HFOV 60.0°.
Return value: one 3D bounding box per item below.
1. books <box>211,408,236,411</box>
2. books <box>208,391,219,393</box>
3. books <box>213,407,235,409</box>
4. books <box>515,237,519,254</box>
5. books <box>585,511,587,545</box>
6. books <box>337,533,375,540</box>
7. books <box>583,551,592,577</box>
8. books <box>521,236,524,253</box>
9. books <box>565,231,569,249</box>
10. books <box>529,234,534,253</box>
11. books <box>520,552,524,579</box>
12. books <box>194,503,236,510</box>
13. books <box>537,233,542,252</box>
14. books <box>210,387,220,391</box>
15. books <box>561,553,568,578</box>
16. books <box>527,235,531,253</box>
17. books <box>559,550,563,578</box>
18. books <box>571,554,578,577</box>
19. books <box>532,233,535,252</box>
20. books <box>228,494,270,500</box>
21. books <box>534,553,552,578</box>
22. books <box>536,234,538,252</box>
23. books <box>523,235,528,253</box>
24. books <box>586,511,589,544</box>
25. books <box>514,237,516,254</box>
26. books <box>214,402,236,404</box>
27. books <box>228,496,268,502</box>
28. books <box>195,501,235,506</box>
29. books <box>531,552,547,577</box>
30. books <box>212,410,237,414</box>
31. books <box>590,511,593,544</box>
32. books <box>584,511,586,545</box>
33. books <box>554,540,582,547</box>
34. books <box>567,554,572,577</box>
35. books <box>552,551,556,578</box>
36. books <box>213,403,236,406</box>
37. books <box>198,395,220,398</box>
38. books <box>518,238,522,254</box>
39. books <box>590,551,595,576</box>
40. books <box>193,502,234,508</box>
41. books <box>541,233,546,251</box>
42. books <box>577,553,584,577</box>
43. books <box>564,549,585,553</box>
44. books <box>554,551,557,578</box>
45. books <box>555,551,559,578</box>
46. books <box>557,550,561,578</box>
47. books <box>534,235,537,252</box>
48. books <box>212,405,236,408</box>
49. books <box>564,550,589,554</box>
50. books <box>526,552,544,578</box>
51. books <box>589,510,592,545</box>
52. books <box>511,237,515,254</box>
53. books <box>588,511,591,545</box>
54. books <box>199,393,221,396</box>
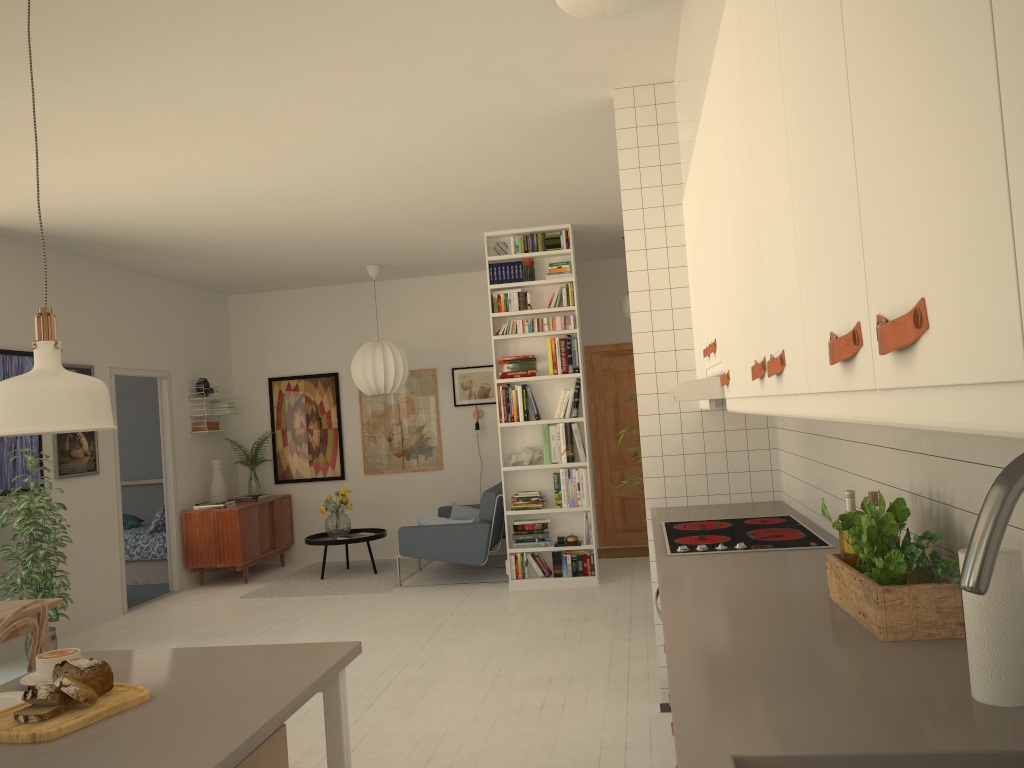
[{"bbox_3d":[-2.956,0.262,9.094,0.168,0.021,0.197,-5,-2,10],"label":"books"},{"bbox_3d":[-3.009,0.083,8.801,0.155,0.024,0.136,-4,-2,1],"label":"books"},{"bbox_3d":[-2.954,0.246,9.111,0.147,0.012,0.195,-4,-2,6],"label":"books"},{"bbox_3d":[0.054,-1.124,7.301,0.023,0.137,0.161,-4,-2,8],"label":"books"},{"bbox_3d":[0.605,1.159,7.187,0.030,0.256,0.198,-4,-2,8],"label":"books"},{"bbox_3d":[-1.447,1.420,8.241,0.200,0.031,0.289,-6,-2,42],"label":"books"},{"bbox_3d":[0.613,1.445,7.162,0.056,0.180,0.202,-4,-2,8],"label":"books"},{"bbox_3d":[0.102,-1.129,7.323,0.018,0.141,0.206,-4,-2,8],"label":"books"},{"bbox_3d":[0.461,-1.161,7.271,0.021,0.151,0.228,-4,-2,8],"label":"books"},{"bbox_3d":[0.174,-1.142,7.319,0.024,0.156,0.227,-4,-2,8],"label":"books"},{"bbox_3d":[0.092,1.473,7.242,0.012,0.206,0.193,-4,-2,8],"label":"books"},{"bbox_3d":[-2.789,1.153,8.341,0.320,0.020,0.237,-4,-2,4],"label":"books"},{"bbox_3d":[0.240,-1.146,7.312,0.032,0.154,0.212,-4,-2,8],"label":"books"},{"bbox_3d":[-3.000,0.052,8.795,0.178,0.036,0.145,-4,-2,1],"label":"books"},{"bbox_3d":[0.438,1.459,7.198,0.044,0.179,0.224,-4,-2,8],"label":"books"},{"bbox_3d":[0.149,-1.136,7.314,0.024,0.148,0.188,-4,-2,8],"label":"books"},{"bbox_3d":[0.407,1.443,7.195,0.015,0.214,0.202,-4,-2,8],"label":"books"},{"bbox_3d":[0.514,1.461,7.182,0.048,0.163,0.209,-4,-2,8],"label":"books"},{"bbox_3d":[0.191,-1.144,7.311,0.012,0.158,0.220,-4,-2,8],"label":"books"},{"bbox_3d":[-2.674,1.143,8.954,0.368,0.020,0.255,-5,-2,11],"label":"books"},{"bbox_3d":[0.257,1.469,7.207,0.131,0.188,0.136,-4,-2,8],"label":"books"},{"bbox_3d":[0.218,-1.143,7.304,0.009,0.151,0.208,-4,-2,8],"label":"books"},{"bbox_3d":[0.122,-1.133,7.302,0.028,0.147,0.192,-4,-2,8],"label":"books"},{"bbox_3d":[0.609,1.158,7.151,0.033,0.258,0.130,-4,-2,8],"label":"books"},{"bbox_3d":[0.039,-1.127,7.329,0.013,0.146,0.208,-4,-2,8],"label":"books"},{"bbox_3d":[-2.948,0.197,9.101,0.147,0.016,0.195,-4,-2,6],"label":"books"},{"bbox_3d":[-2.687,1.165,8.950,0.371,0.022,0.259,-4,-2,8],"label":"books"},{"bbox_3d":[-2.790,1.121,8.341,0.311,0.015,0.192,-5,-2,11],"label":"books"},{"bbox_3d":[0.224,1.468,7.205,0.118,0.192,0.118,-4,-2,8],"label":"books"},{"bbox_3d":[-2.946,0.290,9.100,0.179,0.038,0.190,-4,-2,8],"label":"books"},{"bbox_3d":[0.644,1.154,7.152,0.011,0.256,0.139,-4,-2,8],"label":"books"},{"bbox_3d":[0.595,1.159,7.186,0.034,0.257,0.209,-4,-2,8],"label":"books"},{"bbox_3d":[0.452,1.286,7.138,0.214,0.023,0.130,-4,-2,8],"label":"books"},{"bbox_3d":[0.473,1.458,7.188,0.032,0.176,0.222,-4,-2,8],"label":"books"},{"bbox_3d":[0.346,1.448,7.196,0.015,0.214,0.202,-4,-2,8],"label":"books"},{"bbox_3d":[-2.952,0.212,9.103,0.153,0.013,0.197,-5,-2,10],"label":"books"},{"bbox_3d":[-3.003,0.129,8.804,0.159,0.028,0.146,-4,-2,5],"label":"books"},{"bbox_3d":[0.084,-1.122,7.340,0.025,0.131,0.253,-4,-2,8],"label":"books"},{"bbox_3d":[0.659,1.444,7.174,0.032,0.176,0.230,-4,-2,8],"label":"books"},{"bbox_3d":[-2.800,1.137,8.342,0.296,0.015,0.240,-4,-2,7],"label":"books"},{"bbox_3d":[0.270,-1.148,7.292,0.032,0.152,0.200,-4,-2,8],"label":"books"},{"bbox_3d":[0.564,1.454,7.189,0.050,0.170,0.221,-4,-2,8],"label":"books"},{"bbox_3d":[0.507,1.348,7.161,0.165,0.006,0.103,-4,-2,8],"label":"books"},{"bbox_3d":[0.362,1.447,7.202,0.015,0.214,0.202,-4,-2,8],"label":"books"},{"bbox_3d":[0.375,1.445,7.187,0.015,0.214,0.202,-4,-2,8],"label":"books"},{"bbox_3d":[0.391,1.444,7.192,0.015,0.214,0.202,-4,-2,8],"label":"books"},{"bbox_3d":[0.205,-1.135,7.299,0.019,0.137,0.201,-4,-2,8],"label":"books"},{"bbox_3d":[-2.955,0.229,9.096,0.173,0.023,0.190,-4,-2,8],"label":"books"},{"bbox_3d":[0.523,1.357,7.177,0.193,0.012,0.130,-4,-2,8],"label":"books"},{"bbox_3d":[0.195,1.467,7.216,0.135,0.200,0.134,-4,-2,8],"label":"books"},{"bbox_3d":[0.637,1.154,7.162,0.007,0.257,0.181,-4,-2,8],"label":"books"},{"bbox_3d":[0.017,-1.127,7.315,0.026,0.149,0.155,-4,-2,8],"label":"books"},{"bbox_3d":[0.631,1.156,7.176,0.008,0.256,0.184,-4,-2,8],"label":"books"},{"bbox_3d":[-2.997,0.104,8.805,0.158,0.019,0.131,-4,-2,10],"label":"books"}]
